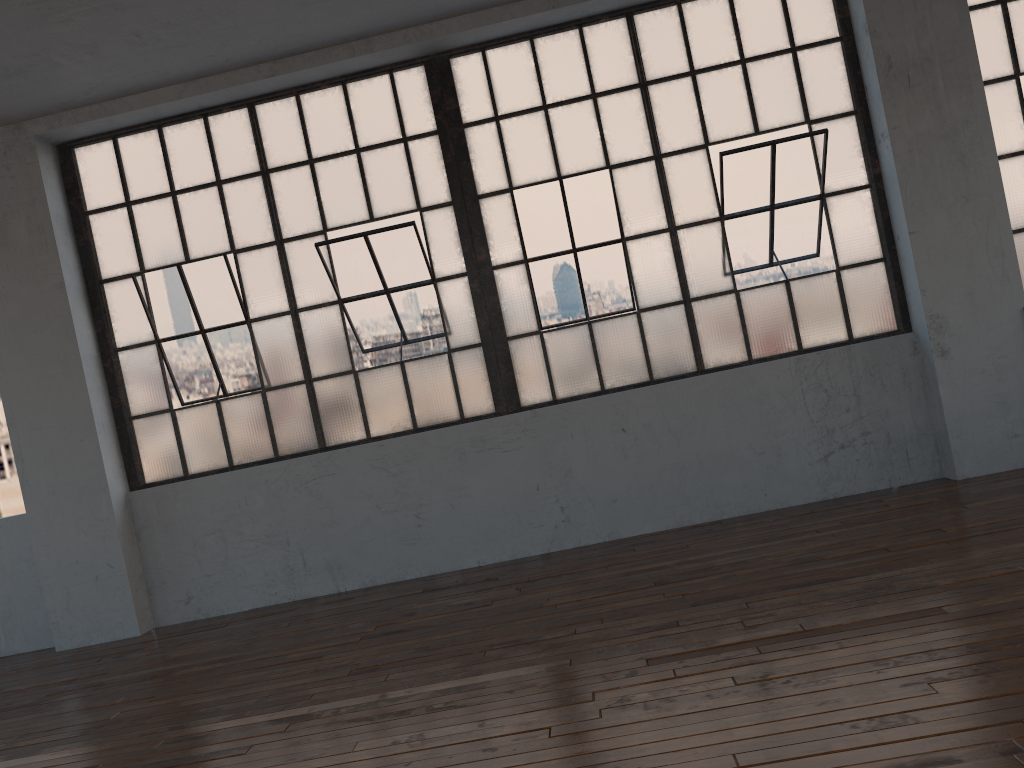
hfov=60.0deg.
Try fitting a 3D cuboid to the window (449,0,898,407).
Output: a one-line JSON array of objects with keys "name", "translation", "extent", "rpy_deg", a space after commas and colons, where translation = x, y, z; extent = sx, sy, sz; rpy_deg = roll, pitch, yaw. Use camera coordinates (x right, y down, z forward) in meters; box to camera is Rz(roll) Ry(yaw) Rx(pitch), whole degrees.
[{"name": "window", "translation": [0.940, -1.172, 5.441], "extent": [2.457, 2.260, 0.669], "rpy_deg": [-12, 1, 5]}]

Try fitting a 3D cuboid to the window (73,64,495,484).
[{"name": "window", "translation": [-1.431, -0.681, 5.636], "extent": [2.457, 2.260, 0.669], "rpy_deg": [-12, 1, 5]}]

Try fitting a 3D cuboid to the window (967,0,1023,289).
[{"name": "window", "translation": [3.946, -1.795, 5.195], "extent": [2.592, 2.392, 0.669], "rpy_deg": [-12, 1, 5]}]
